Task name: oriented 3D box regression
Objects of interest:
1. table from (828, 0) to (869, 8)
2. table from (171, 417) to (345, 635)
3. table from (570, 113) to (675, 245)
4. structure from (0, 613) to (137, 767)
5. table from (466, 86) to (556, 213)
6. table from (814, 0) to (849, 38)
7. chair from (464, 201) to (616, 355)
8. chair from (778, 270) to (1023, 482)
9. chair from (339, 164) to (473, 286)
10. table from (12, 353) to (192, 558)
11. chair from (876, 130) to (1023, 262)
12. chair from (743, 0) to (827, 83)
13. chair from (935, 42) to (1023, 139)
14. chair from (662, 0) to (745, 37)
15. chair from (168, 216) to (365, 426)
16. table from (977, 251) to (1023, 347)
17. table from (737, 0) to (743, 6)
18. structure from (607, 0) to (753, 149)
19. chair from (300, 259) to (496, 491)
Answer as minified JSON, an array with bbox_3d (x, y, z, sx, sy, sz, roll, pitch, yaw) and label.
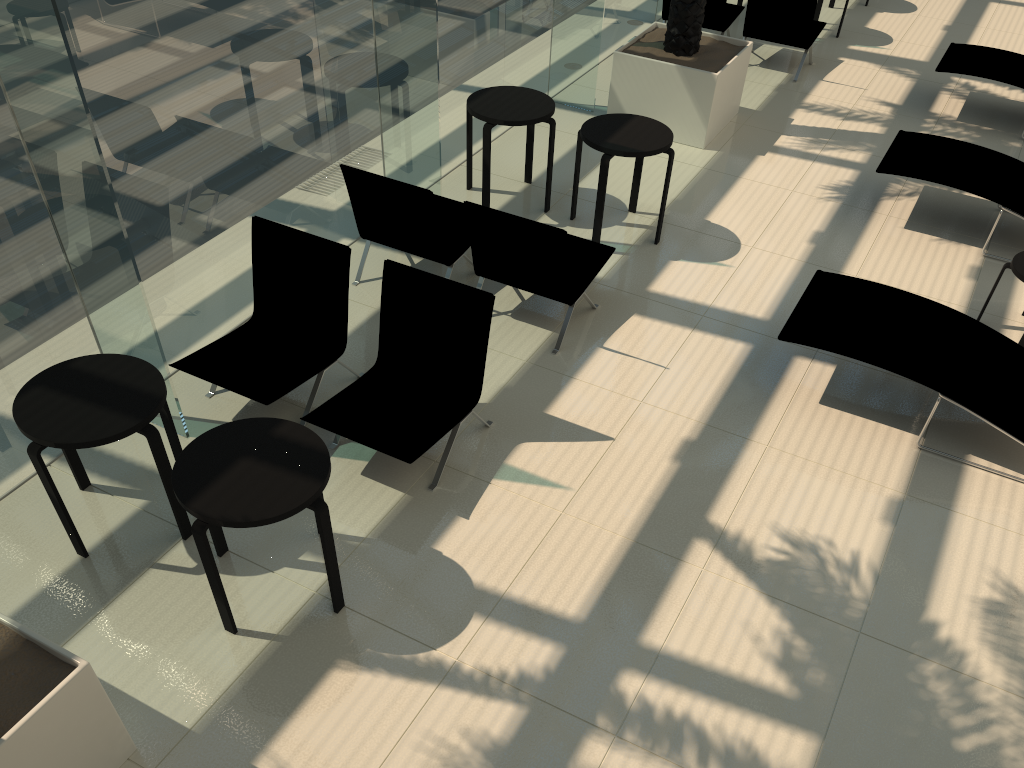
[{"bbox_3d":[4.236,-5.286,11.014,0.674,0.848,0.626,-11,44,-15],"label":"table"},{"bbox_3d":[-1.160,0.676,4.125,0.677,0.848,0.624,-8,43,-12],"label":"table"},{"bbox_3d":[0.831,-1.535,6.680,0.671,0.848,0.629,-15,45,-18],"label":"table"},{"bbox_3d":[-2.313,-1.041,0.905,4.453,7.617,4.401,6,42,4],"label":"structure"},{"bbox_3d":[-0.022,-1.843,6.968,0.671,0.848,0.629,-15,45,-18],"label":"table"},{"bbox_3d":[3.543,-4.532,10.142,0.671,0.848,0.629,-15,45,-18],"label":"table"},{"bbox_3d":[0.204,-0.894,5.845,0.701,0.965,0.828,22,45,20],"label":"chair"},{"bbox_3d":[2.716,-0.312,5.126,1.997,1.258,0.860,20,45,18],"label":"chair"},{"bbox_3d":[-0.616,-1.190,6.121,0.701,0.965,0.828,22,45,20],"label":"chair"},{"bbox_3d":[-2.012,0.369,4.413,0.677,0.848,0.624,-8,43,-12],"label":"table"},{"bbox_3d":[3.986,-1.715,6.746,1.997,1.258,0.860,20,45,18],"label":"chair"},{"bbox_3d":[2.927,-3.903,9.322,0.701,0.965,0.828,22,45,20],"label":"chair"},{"bbox_3d":[5.216,-3.075,8.318,1.997,1.258,0.860,20,45,18],"label":"chair"},{"bbox_3d":[2.107,-4.199,9.599,0.701,0.965,0.828,22,45,20],"label":"chair"},{"bbox_3d":[-1.441,-0.297,5.089,0.701,0.965,0.828,22,45,20],"label":"chair"},{"bbox_3d":[3.598,-0.544,5.962,0.549,0.562,0.510,-11,44,-15],"label":"table"},{"bbox_3d":[2.690,-4.839,10.430,0.671,0.848,0.629,-15,45,-18],"label":"table"},{"bbox_3d":[1.607,-5.340,5.873,4.764,7.617,4.117,16,44,15],"label":"structure"},{"bbox_3d":[-0.621,-0.001,4.812,0.701,0.965,0.828,22,45,20],"label":"chair"}]
